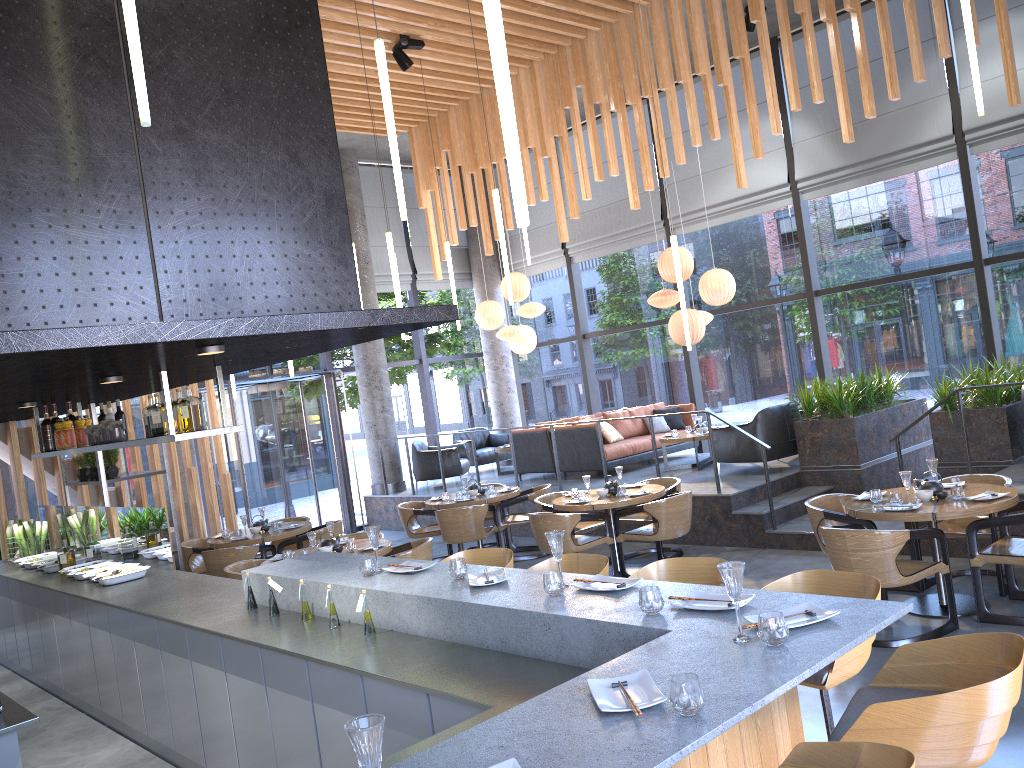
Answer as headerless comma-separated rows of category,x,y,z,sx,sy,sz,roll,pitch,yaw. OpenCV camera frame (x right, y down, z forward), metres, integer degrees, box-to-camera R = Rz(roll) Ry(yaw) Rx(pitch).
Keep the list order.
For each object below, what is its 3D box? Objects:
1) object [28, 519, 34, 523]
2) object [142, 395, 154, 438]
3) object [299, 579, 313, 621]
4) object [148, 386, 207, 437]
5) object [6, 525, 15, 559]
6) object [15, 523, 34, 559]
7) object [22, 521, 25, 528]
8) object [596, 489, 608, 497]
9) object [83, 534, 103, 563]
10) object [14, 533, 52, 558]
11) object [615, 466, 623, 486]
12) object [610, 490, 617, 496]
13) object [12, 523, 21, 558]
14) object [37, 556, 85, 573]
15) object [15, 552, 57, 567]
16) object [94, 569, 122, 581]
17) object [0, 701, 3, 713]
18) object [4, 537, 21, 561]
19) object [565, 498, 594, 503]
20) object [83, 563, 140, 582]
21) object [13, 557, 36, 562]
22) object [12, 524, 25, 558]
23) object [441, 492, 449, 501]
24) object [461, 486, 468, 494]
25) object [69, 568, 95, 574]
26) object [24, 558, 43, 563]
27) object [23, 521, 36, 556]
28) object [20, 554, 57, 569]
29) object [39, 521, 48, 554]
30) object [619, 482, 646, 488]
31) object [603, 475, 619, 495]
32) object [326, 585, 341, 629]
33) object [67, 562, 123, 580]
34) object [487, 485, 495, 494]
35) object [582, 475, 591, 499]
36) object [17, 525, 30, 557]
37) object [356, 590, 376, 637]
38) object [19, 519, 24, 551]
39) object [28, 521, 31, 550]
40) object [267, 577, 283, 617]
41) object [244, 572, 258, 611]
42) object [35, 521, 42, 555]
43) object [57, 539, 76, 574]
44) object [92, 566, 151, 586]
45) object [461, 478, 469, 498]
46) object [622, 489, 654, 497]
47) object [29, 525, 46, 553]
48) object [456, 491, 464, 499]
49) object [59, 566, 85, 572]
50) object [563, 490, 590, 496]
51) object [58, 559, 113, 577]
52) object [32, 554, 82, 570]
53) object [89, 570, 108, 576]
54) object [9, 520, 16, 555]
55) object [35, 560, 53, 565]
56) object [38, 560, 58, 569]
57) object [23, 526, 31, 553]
object,-4.885,1.550,8.997,0.104,0.362,0.046,-8,0,-13
object,-2.352,0.210,5.814,0.105,0.274,0.105,-8,0,-43
object,-1.047,1.086,4.467,0.057,0.203,0.038,-8,0,-17
object,-2.091,0.173,5.510,0.139,0.274,0.630,-8,0,-44
object,-4.979,1.573,8.803,0.056,0.346,0.168,-8,0,-37
object,-4.859,1.565,8.833,0.218,0.327,0.054,-8,0,-18
object,-4.689,1.515,8.623,0.055,0.378,0.112,-8,0,31
object,0.868,1.045,8.487,0.116,0.065,0.116,-8,0,10
object,-3.566,1.413,7.540,0.105,0.274,0.105,-8,0,2
object,-4.648,1.590,8.613,0.246,0.229,0.232,-8,0,28
object,1.072,0.932,8.777,0.082,0.227,0.082,-8,0,-10
object,0.974,1.041,8.454,0.080,0.042,0.080,-8,0,-18
object,-4.942,1.563,8.845,0.056,0.353,0.140,-8,0,-35
object,-3.852,1.554,7.625,0.402,0.074,0.268,-8,0,-42
object,-4.427,1.639,8.279,0.402,0.069,0.268,-8,0,-42
object,-2.931,1.384,6.426,0.048,0.026,0.252,-8,0,25
object,-2.388,1.206,3.738,0.322,0.400,0.562,-8,0,-42
object,-4.924,1.630,8.889,0.246,0.229,0.232,-8,0,-21
object,0.607,1.103,8.337,0.294,0.025,0.170,-8,0,45
object,-3.048,1.441,6.762,0.402,0.069,0.268,-8,0,-42
object,-4.491,1.621,8.157,0.053,0.028,0.252,-8,0,26
object,-4.772,1.534,8.580,0.104,0.362,0.046,-8,0,36
object,-0.752,1.266,9.982,0.086,0.086,0.086,-8,0,-11
object,-0.554,1.237,10.336,0.086,0.086,0.086,-8,0,-5
object,-3.322,1.449,6.859,0.053,0.028,0.251,-8,0,19
object,-4.303,1.590,7.950,0.053,0.028,0.251,-8,0,19
object,-4.625,1.503,8.511,0.083,0.382,0.046,-8,0,-19
object,-4.246,1.611,8.054,0.402,0.073,0.268,-8,0,-42
object,-4.563,1.513,8.634,0.056,0.346,0.168,-8,0,12
object,1.175,1.020,8.877,0.294,0.025,0.170,-8,0,32
object,0.957,0.974,8.594,0.163,0.179,0.168,-8,0,12
object,-0.863,1.060,4.221,0.029,0.203,0.077,-8,0,38
object,-3.266,1.470,6.964,0.402,0.073,0.268,-8,0,-42
object,-0.235,1.191,10.011,0.086,0.086,0.086,-8,0,-34
object,0.720,0.984,8.412,0.082,0.227,0.082,-8,0,17
object,-4.706,1.534,8.553,0.092,0.344,0.057,-8,0,-4
object,-0.664,1.031,3.996,0.076,0.203,0.042,-8,0,-9
object,-4.908,1.546,8.904,0.055,0.378,0.112,-8,0,-18
object,-4.854,1.555,8.918,0.054,0.342,0.117,-8,0,-16
object,-1.243,1.114,4.675,0.096,0.203,0.048,-8,0,2
object,-1.455,1.145,4.879,0.040,0.203,0.100,-8,0,19
object,-4.620,1.517,8.635,0.056,0.353,0.140,-8,0,14
object,-3.719,1.435,7.400,0.105,0.274,0.105,-8,0,2
object,-2.872,1.413,6.535,0.402,0.074,0.268,-8,0,-42
object,-0.508,1.160,9.850,0.082,0.227,0.082,-8,0,-22
object,1.154,1.024,8.256,0.294,0.025,0.170,-8,0,-23
object,-4.662,1.537,8.705,0.218,0.327,0.054,-8,0,31
object,-0.582,1.242,9.859,0.086,0.086,0.086,-8,0,34
object,-3.511,1.480,7.067,0.053,0.028,0.252,-8,0,26
object,0.632,1.099,8.864,0.170,0.025,0.294,-8,0,45
object,-3.447,1.498,7.189,0.402,0.069,0.268,-8,0,-42
object,-4.028,1.582,7.852,0.402,0.069,0.268,-8,0,-42
object,-3.087,1.416,6.627,0.053,0.028,0.252,-8,0,-1
object,-5.034,1.562,8.929,0.046,0.382,0.083,-8,0,22
object,-4.067,1.557,7.717,0.053,0.028,0.252,-8,0,-1
object,-3.911,1.525,7.517,0.048,0.026,0.252,-8,0,25
object,-4.731,1.538,8.653,0.054,0.342,0.117,-8,0,33
